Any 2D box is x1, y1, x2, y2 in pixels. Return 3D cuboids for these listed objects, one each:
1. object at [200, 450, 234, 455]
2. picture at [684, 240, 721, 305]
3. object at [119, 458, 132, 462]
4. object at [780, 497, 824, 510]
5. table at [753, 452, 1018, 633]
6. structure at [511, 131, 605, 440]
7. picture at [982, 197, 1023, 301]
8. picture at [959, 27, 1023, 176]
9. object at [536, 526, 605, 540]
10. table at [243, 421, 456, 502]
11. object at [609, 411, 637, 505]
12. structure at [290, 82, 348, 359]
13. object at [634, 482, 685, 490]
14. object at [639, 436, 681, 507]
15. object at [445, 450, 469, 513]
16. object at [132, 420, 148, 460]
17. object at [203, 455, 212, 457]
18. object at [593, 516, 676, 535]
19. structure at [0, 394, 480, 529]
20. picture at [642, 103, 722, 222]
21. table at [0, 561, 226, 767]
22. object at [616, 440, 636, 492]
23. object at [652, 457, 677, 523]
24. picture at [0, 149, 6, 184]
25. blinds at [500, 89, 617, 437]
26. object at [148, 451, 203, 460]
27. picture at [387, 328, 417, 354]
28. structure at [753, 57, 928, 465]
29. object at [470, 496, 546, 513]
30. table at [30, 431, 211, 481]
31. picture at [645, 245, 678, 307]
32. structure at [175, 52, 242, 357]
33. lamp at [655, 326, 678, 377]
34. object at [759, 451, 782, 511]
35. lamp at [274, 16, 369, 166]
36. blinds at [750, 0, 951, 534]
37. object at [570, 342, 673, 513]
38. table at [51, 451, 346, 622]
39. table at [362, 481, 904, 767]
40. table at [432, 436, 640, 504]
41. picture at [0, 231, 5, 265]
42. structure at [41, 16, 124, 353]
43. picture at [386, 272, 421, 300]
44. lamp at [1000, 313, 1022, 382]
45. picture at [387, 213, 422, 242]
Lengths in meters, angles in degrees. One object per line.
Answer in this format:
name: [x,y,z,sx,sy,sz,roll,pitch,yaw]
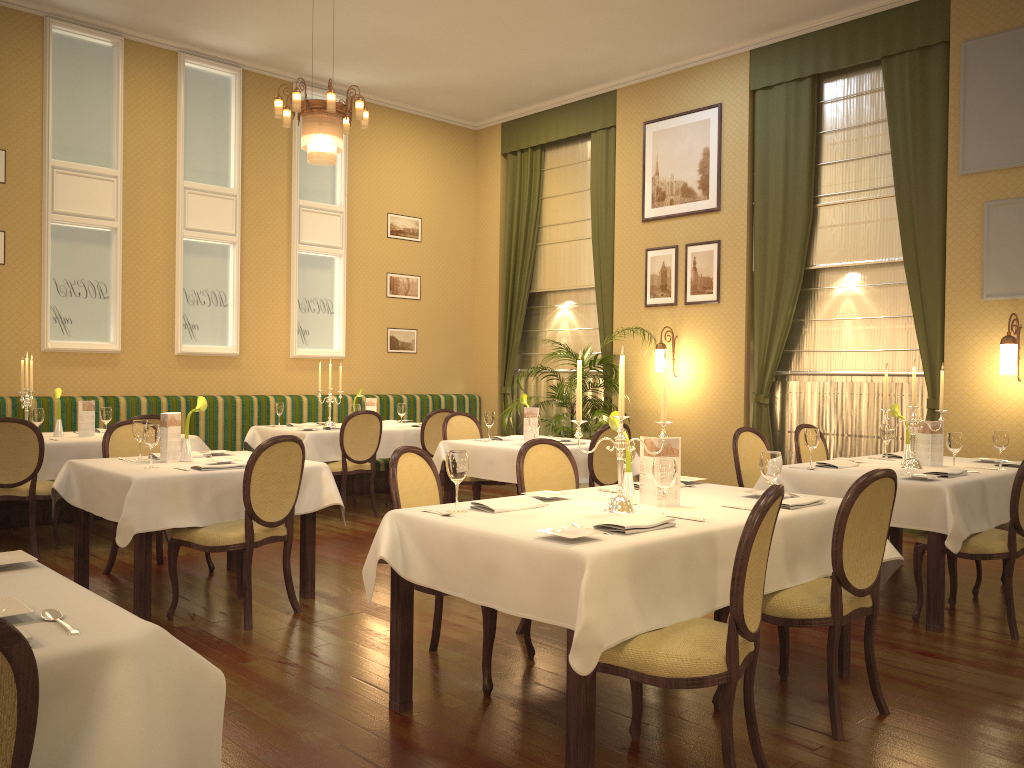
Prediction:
object: [-1.814,0.427,5.458,0.160,0.024,0.160,0,1,-43]
picture: [1.897,-1.108,8.853,0.022,0.619,0.412,0,1,-43]
object: [-2.203,0.432,5.056,0.017,0.010,0.185,0,1,-42]
object: [1.149,0.487,3.643,0.273,0.024,0.142,0,1,-43]
table: [2.503,0.873,5.398,2.152,0.759,1.385,0,1,-43]
structure: [0.604,-1.078,10.495,0.123,4.511,1.942,0,1,-43]
picture: [3.861,-1.032,6.749,0.027,0.769,0.512,0,1,-43]
picture: [3.901,-2.184,6.713,0.027,1.057,0.966,0,1,-43]
object: [0.184,0.480,2.816,0.160,0.024,0.160,0,1,-43]
table: [-1.446,0.788,8.636,2.152,0.759,1.385,0,1,-43]
object: [0.457,0.300,3.640,0.076,0.375,0.163,1,1,-21]
structure: [-2.156,-1.775,9.855,0.670,2.985,0.200,0,1,-43]
object: [0.669,0.471,4.136,0.273,0.033,0.142,0,1,-43]
object: [0.589,0.353,3.568,0.166,0.277,0.081,1,1,18]
object: [-0.206,0.366,3.336,0.088,0.229,0.088,1,1,5]
object: [-2.146,0.322,5.119,0.088,0.229,0.088,1,1,-1]
object: [-1.858,0.431,5.354,0.038,0.015,0.181,0,1,-42]
object: [0.421,0.479,3.032,0.273,0.033,0.142,0,1,-43]
structure: [-5.548,0.626,6.161,14.516,1.031,0.850,0,1,-43]
picture: [1.715,-2.236,9.047,0.027,1.057,0.966,0,1,-43]
table: [-1.631,0.855,1.525,2.152,0.759,1.385,0,1,-43]
object: [0.513,0.370,4.003,0.088,0.229,0.088,1,1,5]
object: [0.546,0.378,3.177,0.088,0.229,0.088,1,1,-1]
picture: [-4.553,-1.890,7.581,0.401,0.294,0.008,0,1,-43]
blinds: [0.522,-1.091,10.416,0.225,4.537,1.934,0,1,-44]
object: [-1.990,0.424,5.252,0.273,0.033,0.142,0,1,-43]
picture: [-1.316,-0.519,10.645,0.437,0.294,0.008,0,1,-43]
structure: [2.995,-1.021,7.937,0.134,4.511,1.900,0,1,-43]
object: [-0.014,0.469,3.446,0.273,0.033,0.142,0,1,-43]
table: [-3.415,0.779,6.790,2.152,0.759,1.385,0,1,-43]
picture: [1.549,-1.116,9.224,0.022,0.619,0.412,0,1,-43]
structure: [-3.082,-1.779,8.987,0.661,2.985,0.200,0,1,-43]
lamp: [1.557,-0.328,8.986,0.114,0.513,0.323,1,1,36]
object: [1.021,0.382,3.502,0.088,0.229,0.088,1,1,5]
lamp: [-1.274,-2.398,5.992,0.593,1.796,0.593,1,1,44]
blinds: [2.913,-1.033,7.850,0.129,4.537,1.878,0,1,-43]
object: [0.419,0.165,3.407,0.390,0.655,0.131,1,1,-9]
table: [-1.764,0.819,5.025,1.395,0.759,1.389,0,1,-42]
table: [0.551,0.864,3.570,2.152,0.759,1.385,0,1,-43]
table: [0.205,0.827,6.870,1.395,0.759,1.389,0,1,-42]
picture: [-4.563,-1.185,7.588,0.401,0.294,0.008,0,1,-43]
structure: [-3.955,-1.783,8.169,0.687,2.985,0.200,0,1,-43]
picture: [-1.297,-1.170,10.649,0.504,0.294,0.008,0,1,-43]
lamp: [3.742,-0.275,6.656,0.114,0.513,0.323,1,1,36]
picture: [-1.288,-1.875,10.642,0.504,0.294,0.008,0,1,-43]
